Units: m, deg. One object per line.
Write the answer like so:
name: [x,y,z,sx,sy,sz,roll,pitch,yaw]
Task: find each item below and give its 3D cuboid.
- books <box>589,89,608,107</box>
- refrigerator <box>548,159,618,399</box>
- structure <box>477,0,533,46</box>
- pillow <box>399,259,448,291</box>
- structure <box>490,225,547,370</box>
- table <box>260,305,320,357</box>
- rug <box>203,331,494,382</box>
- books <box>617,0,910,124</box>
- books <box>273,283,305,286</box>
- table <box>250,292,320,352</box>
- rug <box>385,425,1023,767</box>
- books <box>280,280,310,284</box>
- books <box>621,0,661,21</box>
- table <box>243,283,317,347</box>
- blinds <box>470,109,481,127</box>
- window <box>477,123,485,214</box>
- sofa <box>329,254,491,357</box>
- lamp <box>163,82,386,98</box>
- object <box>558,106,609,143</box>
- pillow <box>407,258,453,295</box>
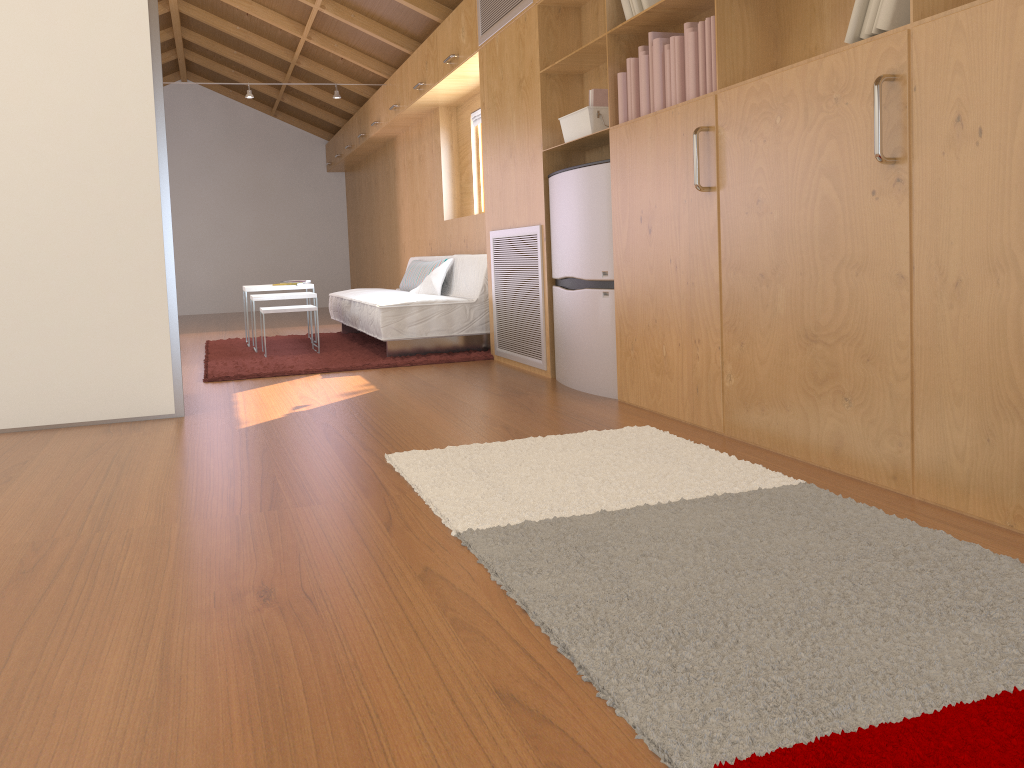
books: [0.406,-1.175,3.829,0.150,0.191,0.089,-4,5,-19]
refrigerator: [0.382,-0.476,3.979,0.262,0.981,0.717,-4,6,-18]
structure: [-0.048,-2.045,4.676,0.013,0.299,0.908,-4,8,-18]
pillow: [-0.684,-0.821,6.729,0.171,0.250,1.048,-4,8,-18]
structure: [0.023,-0.477,4.760,0.013,0.717,0.824,-4,7,-18]
table: [-1.477,-0.355,5.861,0.342,0.307,0.371,-4,7,-18]
rug: [-1.141,-0.247,6.191,1.888,0.020,2.495,-5,9,-18]
books: [0.998,-1.167,2.063,0.189,0.653,3.127,-4,8,-18]
books: [-1.646,-0.735,6.536,0.193,0.016,0.154,-1,8,11]
table: [-1.608,-0.442,6.238,0.425,0.381,0.461,-4,7,-18]
rug: [0.637,0.427,1.154,0.918,0.011,3.743,-5,9,-18]
books: [-1.620,-0.764,6.617,0.193,0.016,0.154,-2,8,1]
books: [0.527,-1.542,3.427,0.176,0.295,0.281,-4,6,-18]
table: [-1.758,-0.528,6.672,0.486,0.435,0.527,-4,7,-18]
blinds: [-0.062,-1.905,6.002,0.048,0.110,1.506,-4,8,-18]
window: [0.000,-1.573,6.042,0.035,0.785,1.505,-4,7,-18]
sofa: [-0.758,-0.609,6.419,0.864,0.624,2.368,-5,8,-18]
lamp: [-2.906,-2.391,7.102,3.834,0.152,0.073,-5,5,-19]
object: [0.365,-1.149,3.948,0.203,0.122,0.352,-5,8,-18]
pillow: [-0.556,-0.738,6.114,0.346,0.250,0.269,3,8,35]
